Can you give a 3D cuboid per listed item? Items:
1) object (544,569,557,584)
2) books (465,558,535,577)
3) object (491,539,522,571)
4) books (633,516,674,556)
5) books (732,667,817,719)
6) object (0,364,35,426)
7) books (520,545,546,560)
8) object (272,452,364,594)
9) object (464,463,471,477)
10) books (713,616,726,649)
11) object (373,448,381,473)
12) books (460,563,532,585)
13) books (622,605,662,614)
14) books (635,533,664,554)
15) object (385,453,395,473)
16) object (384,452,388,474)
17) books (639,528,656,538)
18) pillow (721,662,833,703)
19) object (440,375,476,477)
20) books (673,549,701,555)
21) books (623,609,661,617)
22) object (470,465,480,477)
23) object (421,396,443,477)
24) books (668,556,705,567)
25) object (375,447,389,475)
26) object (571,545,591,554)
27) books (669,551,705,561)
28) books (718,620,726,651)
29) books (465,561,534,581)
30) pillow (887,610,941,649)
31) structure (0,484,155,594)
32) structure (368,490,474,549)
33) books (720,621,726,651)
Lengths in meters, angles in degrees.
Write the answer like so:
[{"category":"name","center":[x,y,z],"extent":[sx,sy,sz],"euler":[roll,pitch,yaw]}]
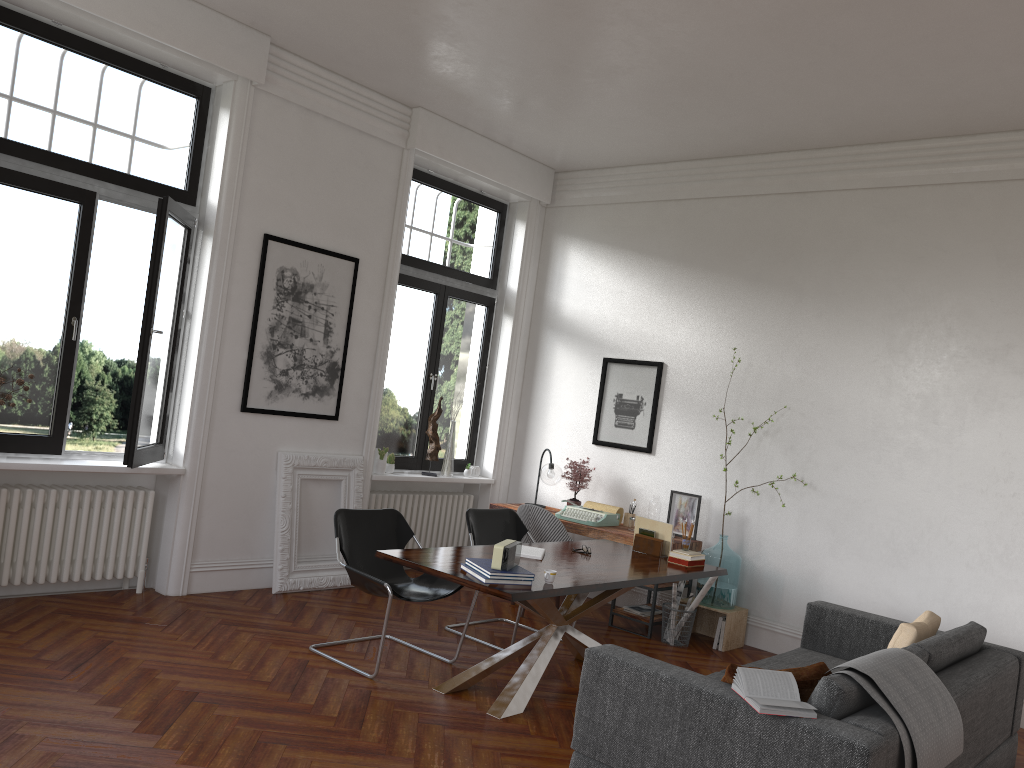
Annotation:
[{"category":"object","center":[0.191,1.010,4.643],"extent":[0.082,0.065,0.064],"euler":[8,-1,-28]},{"category":"books","center":[-0.067,0.956,4.625],"extent":[0.250,0.017,0.344],"euler":[8,-1,-24]},{"category":"object","center":[-0.025,0.891,4.623],"extent":[0.082,0.125,0.276],"euler":[8,-1,15]},{"category":"books","center":[0.990,1.068,6.221],"extent":[0.309,0.239,0.043],"euler":[7,-1,41]},{"category":"books","center":[1.004,1.175,3.397],"extent":[0.225,0.096,0.278],"euler":[8,-1,-7]},{"category":"object","center":[-3.160,0.159,5.419],"extent":[0.317,0.599,0.542],"euler":[8,-1,12]},{"category":"books","center":[0.086,1.040,5.493],"extent":[0.231,0.026,0.326],"euler":[7,-1,6]},{"category":"object","center":[-1.516,1.094,7.038],"extent":[0.233,1.062,0.831],"euler":[8,0,41]},{"category":"object","center":[-0.425,0.828,8.537],"extent":[0.072,0.134,0.072],"euler":[8,0,-24]},{"category":"books","center":[1.633,1.920,6.857],"extent":[0.054,0.257,0.188],"euler":[8,0,42]},{"category":"object","center":[-1.183,0.668,7.719],"extent":[0.051,0.213,0.051],"euler":[8,0,-14]},{"category":"books","center":[-0.086,0.993,4.627],"extent":[0.264,0.027,0.347],"euler":[8,-1,-24]},{"category":"books","center":[1.050,1.810,7.119],"extent":[0.268,0.014,0.196],"euler":[9,-2,-38]},{"category":"books","center":[0.942,1.116,6.139],"extent":[0.221,0.124,0.029],"euler":[7,-1,41]},{"category":"object","center":[-1.080,0.700,7.879],"extent":[0.097,0.185,0.099],"euler":[8,0,-26]},{"category":"object","center":[-1.124,0.690,7.753],"extent":[0.051,0.188,0.051],"euler":[8,0,-14]},{"category":"books","center":[0.943,1.095,6.201],"extent":[0.128,0.157,0.041],"euler":[7,0,41]},{"category":"pillow","center":[1.058,1.325,3.712],"extent":[0.470,0.396,0.330],"euler":[8,-1,-12]},{"category":"object","center":[-0.497,0.355,8.358],"extent":[0.289,1.054,0.296],"euler":[7,0,44]},{"category":"books","center":[1.177,1.130,5.959],"extent":[0.128,0.008,0.159],"euler":[6,-2,42]},{"category":"books","center":[1.048,1.826,7.119],"extent":[0.196,0.014,0.268],"euler":[7,-2,40]},{"category":"object","center":[-0.379,0.857,8.722],"extent":[0.132,0.097,0.134],"euler":[7,-1,11]},{"category":"object","center":[-0.717,0.473,8.164],"extent":[0.165,0.753,0.143],"euler":[8,0,-7]},{"category":"books","center":[1.169,1.182,5.933],"extent":[0.159,0.040,0.216],"euler":[6,-2,43]},{"category":"object","center":[-1.126,0.659,7.652],"extent":[0.098,0.244,0.102],"euler":[8,0,19]},{"category":"object","center":[0.457,1.083,5.827],"extent":[0.133,0.047,0.114],"euler":[8,-1,4]},{"category":"books","center":[1.176,1.149,5.943],"extent":[0.164,0.028,0.208],"euler":[7,-2,39]},{"category":"books","center":[1.650,1.934,6.831],"extent":[0.012,0.232,0.170],"euler":[8,0,41]},{"category":"books","center":[-0.069,0.973,4.625],"extent":[0.250,0.017,0.344],"euler":[8,-1,-24]},{"category":"pillow","center":[2.140,1.467,4.820],"extent":[0.225,0.460,0.487],"euler":[7,-1,41]},{"category":"structure","center":[-3.047,1.056,5.793],"extent":[0.225,0.778,1.455],"euler":[7,-1,41]},{"category":"structure","center":[-0.921,1.398,8.264],"extent":[0.225,0.778,1.455],"euler":[7,-1,41]},{"category":"books","center":[1.660,1.936,6.823],"extent":[0.012,0.232,0.170],"euler":[8,0,41]}]
